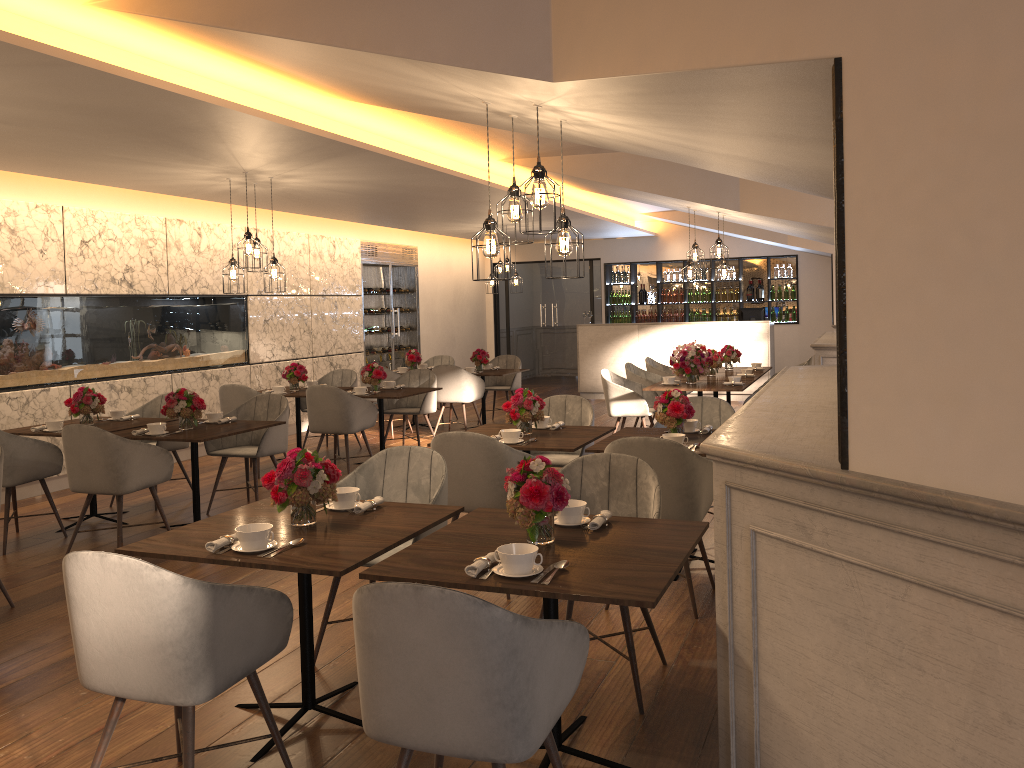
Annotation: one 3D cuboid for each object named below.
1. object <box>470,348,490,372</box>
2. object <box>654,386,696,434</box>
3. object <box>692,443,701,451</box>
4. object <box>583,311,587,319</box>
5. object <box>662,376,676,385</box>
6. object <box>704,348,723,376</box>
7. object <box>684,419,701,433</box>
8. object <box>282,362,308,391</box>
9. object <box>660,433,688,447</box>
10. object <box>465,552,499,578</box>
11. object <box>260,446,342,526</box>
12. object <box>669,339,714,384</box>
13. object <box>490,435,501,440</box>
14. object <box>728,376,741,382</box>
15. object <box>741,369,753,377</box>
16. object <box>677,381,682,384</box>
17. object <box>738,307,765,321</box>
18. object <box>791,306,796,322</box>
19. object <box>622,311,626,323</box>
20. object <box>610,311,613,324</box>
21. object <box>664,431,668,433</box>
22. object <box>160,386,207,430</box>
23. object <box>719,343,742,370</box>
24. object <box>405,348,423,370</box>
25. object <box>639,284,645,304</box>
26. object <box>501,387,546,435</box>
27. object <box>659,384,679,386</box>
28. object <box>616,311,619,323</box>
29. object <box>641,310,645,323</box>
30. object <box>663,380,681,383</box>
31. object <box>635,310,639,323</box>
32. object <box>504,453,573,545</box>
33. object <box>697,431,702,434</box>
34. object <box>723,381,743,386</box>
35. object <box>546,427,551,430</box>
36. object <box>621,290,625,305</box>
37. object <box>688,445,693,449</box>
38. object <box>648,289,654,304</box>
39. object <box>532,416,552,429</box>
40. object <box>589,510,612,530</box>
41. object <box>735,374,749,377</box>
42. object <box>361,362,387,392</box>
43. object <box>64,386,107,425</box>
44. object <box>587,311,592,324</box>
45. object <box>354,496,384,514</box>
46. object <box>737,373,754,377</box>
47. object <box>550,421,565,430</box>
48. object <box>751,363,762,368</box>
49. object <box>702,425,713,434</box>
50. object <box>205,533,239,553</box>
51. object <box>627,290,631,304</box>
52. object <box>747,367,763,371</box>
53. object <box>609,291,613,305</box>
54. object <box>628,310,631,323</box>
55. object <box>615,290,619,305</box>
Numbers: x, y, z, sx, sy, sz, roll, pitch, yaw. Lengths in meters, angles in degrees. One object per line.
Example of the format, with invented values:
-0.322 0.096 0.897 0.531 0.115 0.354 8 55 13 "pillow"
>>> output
-0.405 -0.304 10.894 0.234 0.301 0.306 -3 4 -21 "object"
0.947 0.162 5.116 0.234 0.301 0.306 -2 3 -3 "object"
0.985 0.338 4.744 0.043 0.015 0.198 0 5 18 "object"
1.168 -1.066 14.223 0.065 0.207 0.065 -1 2 13 "object"
1.507 -0.032 8.483 0.148 0.072 0.148 -4 5 -26 "object"
2.098 -0.239 9.349 0.234 0.301 0.306 1 4 41 "object"
1.062 0.254 5.345 0.148 0.072 0.148 -2 4 -11 "object"
-2.195 -0.084 8.919 0.305 0.301 0.235 2 4 43 "object"
0.872 0.310 4.766 0.148 0.072 0.148 -2 4 -11 "object"
-0.088 0.538 2.652 0.056 0.039 0.176 0 5 22 "object"
-0.784 0.370 3.294 0.234 0.301 0.306 1 4 41 "object"
1.724 -0.219 8.526 0.419 0.424 0.406 -1 3 10 "object"
-0.112 0.320 5.157 0.056 0.039 0.176 0 5 22 "object"
2.086 -0.031 8.292 0.148 0.072 0.148 -4 5 -26 "object"
2.429 -0.116 9.158 0.148 0.072 0.148 -4 5 -26 "object"
1.545 -0.015 8.554 0.192 0.024 0.025 0 4 22 "object"
3.641 -0.991 13.419 0.408 0.328 0.130 -2 2 -1 "object"
4.677 -1.164 14.712 0.065 0.261 0.066 -2 2 0 "object"
1.988 -1.183 15.779 0.065 0.261 0.066 -2 2 0 "object"
1.783 -1.184 15.860 0.065 0.261 0.066 -2 2 0 "object"
0.958 0.284 5.367 0.043 0.015 0.198 1 5 25 "object"
-2.272 0.161 6.149 0.305 0.301 0.235 -2 3 -1 "object"
2.466 -0.316 10.081 0.305 0.301 0.234 -3 3 -21 "object"
-1.239 -0.311 11.217 0.234 0.301 0.306 -2 3 -3 "object"
2.293 -1.591 15.646 0.104 0.359 0.104 -2 2 -6 "object"
0.070 0.157 5.451 0.234 0.301 0.306 1 4 41 "object"
1.484 0.008 8.372 0.197 0.015 0.043 0 5 18 "object"
1.886 -1.183 15.820 0.065 0.261 0.066 -2 2 0 "object"
2.318 -1.180 15.648 0.065 0.261 0.066 -2 2 0 "object"
1.549 -0.025 8.590 0.175 0.039 0.056 0 4 22 "object"
2.215 -1.181 15.689 0.065 0.261 0.066 -2 2 0 "object"
0.093 0.374 2.959 0.234 0.301 0.306 -2 3 -3 "object"
1.133 0.279 5.308 0.025 0.024 0.193 0 5 22 "object"
2.044 -0.004 8.187 0.175 0.039 0.056 0 4 22 "object"
0.255 0.273 5.656 0.025 0.024 0.193 0 5 22 "object"
1.978 -1.544 15.769 0.065 0.261 0.066 -2 2 0 "object"
0.955 0.342 4.763 0.022 0.004 0.211 0 5 22 "object"
2.446 -1.549 15.580 0.108 0.281 0.108 -2 2 -22 "object"
0.184 0.248 5.694 0.148 0.072 0.148 -2 4 -11 "object"
0.315 0.483 3.147 0.056 0.039 0.176 0 5 22 "object"
2.392 -0.085 9.089 0.192 0.024 0.025 0 4 22 "object"
-1.323 -0.074 8.543 0.234 0.301 0.305 -4 4 -36 "object"
-3.146 0.152 6.528 0.234 0.301 0.306 0 4 23 "object"
1.249 -1.066 14.195 0.065 0.207 0.146 -1 3 13 "object"
-0.564 0.477 3.496 0.056 0.039 0.176 0 5 22 "object"
2.388 -0.089 9.053 0.175 0.039 0.056 0 4 22 "object"
0.290 0.266 5.652 0.056 0.039 0.176 0 5 22 "object"
2.759 -0.198 9.991 0.148 0.072 0.148 -4 5 -26 "object"
1.169 0.272 5.304 0.056 0.039 0.176 0 5 22 "object"
-0.966 0.531 3.001 0.056 0.039 0.176 0 5 22 "object"
2.081 -1.544 15.728 0.065 0.261 0.066 -2 2 0 "object"
2.717 -0.170 9.885 0.175 0.039 0.056 0 4 22 "object"
1.773 -1.546 15.850 0.065 0.261 0.066 -2 2 0 "object"
2.091 -1.182 15.738 0.065 0.261 0.066 -2 2 0 "object"
1.876 -1.545 15.809 0.065 0.261 0.066 -2 2 0 "object"
